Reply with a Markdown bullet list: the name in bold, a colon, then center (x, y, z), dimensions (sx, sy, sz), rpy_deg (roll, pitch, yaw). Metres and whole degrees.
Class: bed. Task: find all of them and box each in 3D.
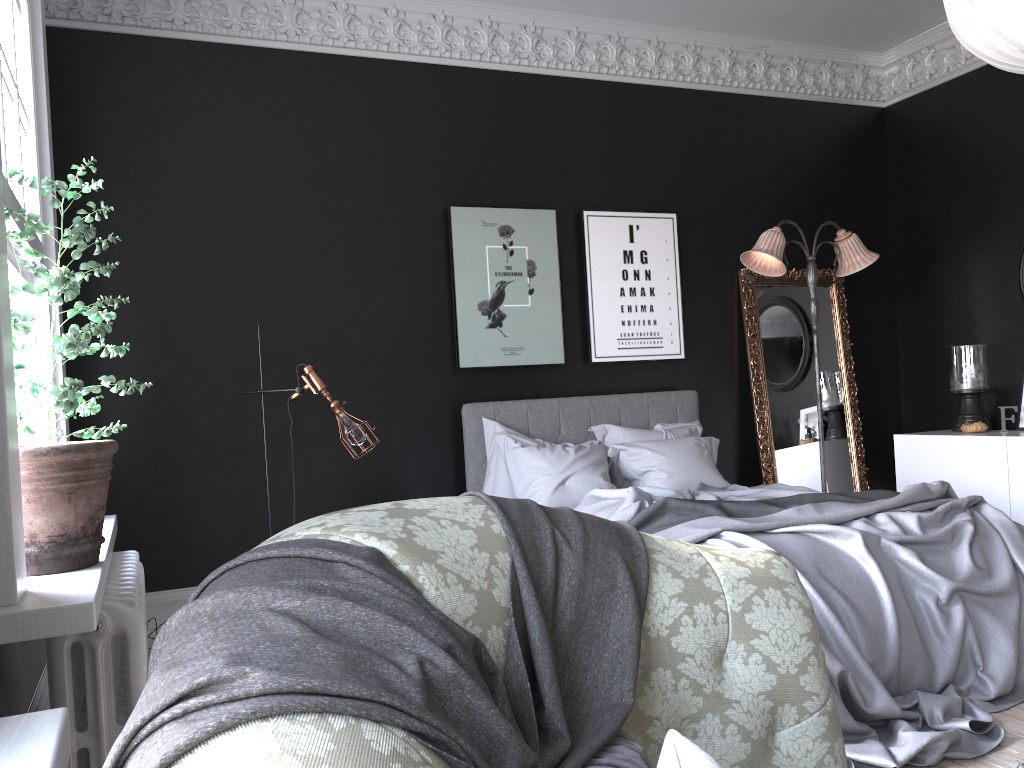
- **bed**: center (1.030, 0.676, 4.629), dimensions (2.764, 1.298, 3.285), rpy_deg (-3, -1, -34)

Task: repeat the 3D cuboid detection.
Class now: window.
- **window**: center (-1.619, -0.975, 2.786), dimensions (0.056, 1.017, 1.263), rpy_deg (-3, -1, -23)

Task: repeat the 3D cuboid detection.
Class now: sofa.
- **sofa**: center (0.382, 0.735, 0.524), dimensions (1.605, 1.160, 2.814), rpy_deg (-3, -1, -22)

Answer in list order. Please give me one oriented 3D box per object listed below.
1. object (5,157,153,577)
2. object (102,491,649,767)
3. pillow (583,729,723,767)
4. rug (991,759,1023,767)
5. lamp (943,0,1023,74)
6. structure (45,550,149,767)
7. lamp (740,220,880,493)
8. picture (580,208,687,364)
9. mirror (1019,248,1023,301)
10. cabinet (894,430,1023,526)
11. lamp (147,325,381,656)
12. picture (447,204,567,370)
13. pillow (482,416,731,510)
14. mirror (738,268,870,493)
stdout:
- **object**: center (-1.262, -0.059, 2.449), dimensions (0.505, 1.134, 0.474), rpy_deg (-3, 0, 17)
- **object**: center (-0.100, 0.491, 1.371), dimensions (0.517, 0.585, 1.366), rpy_deg (-4, -1, 26)
- **pillow**: center (0.219, 0.644, 1.020), dimensions (0.405, 0.461, 0.964), rpy_deg (-3, -1, -15)
- **rug**: center (2.596, 1.157, 1.366), dimensions (2.105, 0.050, 3.646), rpy_deg (-3, -1, -22)
- **lamp**: center (1.761, -1.625, 2.775), dimensions (0.782, 2.049, 0.783), rpy_deg (-3, 0, 21)
- **structure**: center (-1.308, 1.032, 2.879), dimensions (0.276, 0.848, 1.142), rpy_deg (-3, -1, -23)
- **lamp**: center (2.119, 0.077, 6.121), dimensions (0.986, 2.411, 0.772), rpy_deg (-3, 0, 10)
- **picture**: center (0.871, -0.692, 6.280), dimensions (0.791, 1.078, 0.014), rpy_deg (-3, 0, -23)
- **mirror**: center (3.741, -0.755, 5.808), dimensions (0.061, 0.924, 0.924), rpy_deg (-3, 0, -23)
- **cabinet**: center (3.569, 0.753, 5.554), dimensions (0.570, 0.882, 2.397), rpy_deg (-3, -1, -23)
- **lamp**: center (-1.543, 0.587, 4.844), dimensions (1.718, 1.779, 0.437), rpy_deg (-3, 0, 15)
- **picture**: center (-0.022, -0.647, 5.905), dimensions (0.791, 1.078, 0.014), rpy_deg (-3, 0, -23)
- **pillow**: center (0.644, 0.532, 5.677), dimensions (1.829, 0.760, 0.680), rpy_deg (-3, -1, -23)
- **mirror**: center (2.264, 0.195, 6.757), dimensions (0.991, 2.192, 0.254), rpy_deg (-3, 0, -23)
